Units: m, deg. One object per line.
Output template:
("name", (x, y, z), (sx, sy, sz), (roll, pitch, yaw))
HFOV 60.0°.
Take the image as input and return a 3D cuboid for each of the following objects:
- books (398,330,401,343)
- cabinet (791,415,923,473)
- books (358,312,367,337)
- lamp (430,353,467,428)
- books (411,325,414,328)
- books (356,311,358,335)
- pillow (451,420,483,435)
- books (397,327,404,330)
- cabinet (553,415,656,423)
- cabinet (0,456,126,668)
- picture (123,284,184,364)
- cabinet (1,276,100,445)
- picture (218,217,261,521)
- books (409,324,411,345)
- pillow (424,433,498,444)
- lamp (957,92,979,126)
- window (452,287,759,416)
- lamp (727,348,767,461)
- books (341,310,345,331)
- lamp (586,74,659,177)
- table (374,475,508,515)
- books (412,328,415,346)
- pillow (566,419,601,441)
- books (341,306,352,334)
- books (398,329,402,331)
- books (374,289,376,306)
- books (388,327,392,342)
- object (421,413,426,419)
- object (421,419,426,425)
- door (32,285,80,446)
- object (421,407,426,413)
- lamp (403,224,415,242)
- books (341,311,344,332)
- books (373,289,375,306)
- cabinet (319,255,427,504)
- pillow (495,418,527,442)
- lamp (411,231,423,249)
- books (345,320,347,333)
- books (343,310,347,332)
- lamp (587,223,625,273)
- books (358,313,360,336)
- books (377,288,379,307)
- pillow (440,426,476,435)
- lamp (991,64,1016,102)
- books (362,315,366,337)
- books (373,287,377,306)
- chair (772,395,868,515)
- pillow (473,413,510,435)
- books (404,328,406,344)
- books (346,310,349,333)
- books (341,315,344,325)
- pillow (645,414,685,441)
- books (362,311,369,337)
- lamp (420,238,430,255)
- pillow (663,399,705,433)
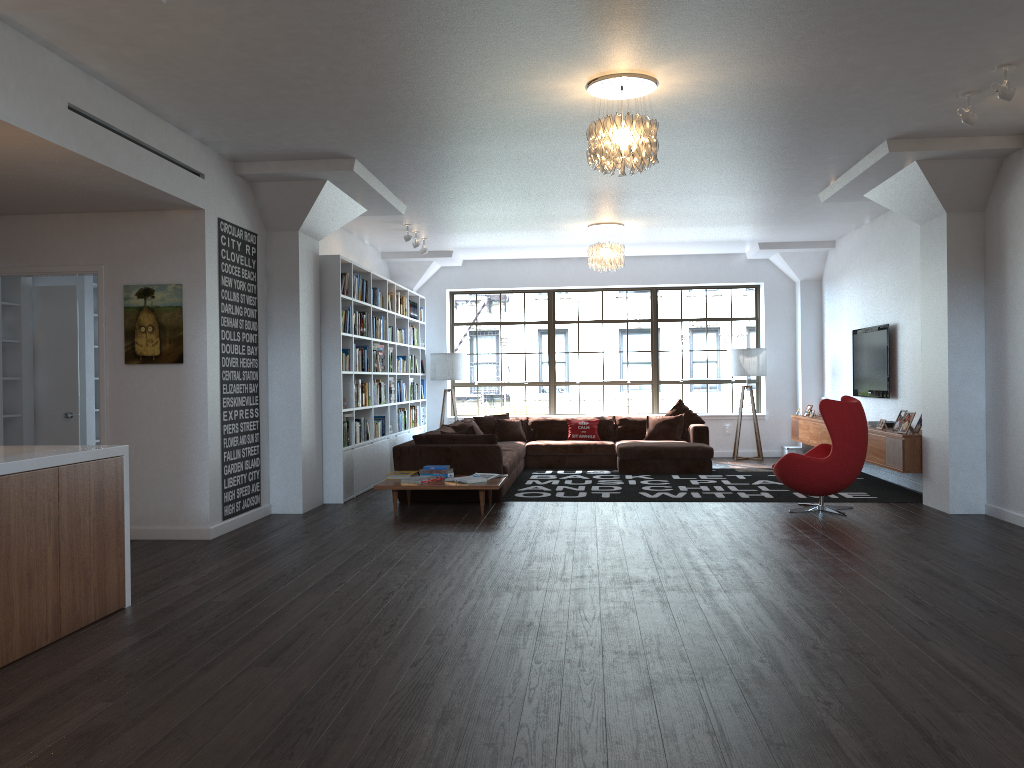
("books", (-1.517, -0.608, 11.558), (0.128, 0.178, 0.022), (-1, 0, 5))
("cabinet", (4.011, 0.628, 10.371), (0.459, 0.350, 4.501), (-1, 0, 5))
("books", (-1.692, -0.650, 9.749), (0.198, 0.284, 0.049), (-1, 0, 5))
("lamp", (-0.930, 0.338, 13.135), (0.545, 1.579, 0.545), (-1, 0, -6))
("books", (-1.448, -0.669, 12.356), (0.176, 0.290, 0.036), (-1, 0, 4))
("books", (-1.718, -0.635, 9.371), (0.180, 0.259, 0.042), (-1, 0, 5))
("pillow", (-0.485, 0.639, 10.596), (0.325, 0.391, 0.625), (-1, 0, 21))
("books", (-1.500, -0.636, 11.766), (0.140, 0.231, 0.042), (-1, 0, 5))
("cabinet", (1.362, 0.787, 13.005), (1.520, 0.625, 0.350), (-1, 0, 5))
("cabinet", (-2.689, 0.798, 2.488), (0.898, 0.796, 4.493), (-1, 0, 5))
("picture", (-2.723, -0.454, 6.736), (0.450, 0.600, 0.030), (-1, 0, 5))
("cabinet", (-4.320, -0.300, 8.362), (0.527, 2.991, 2.630), (-1, 0, 5))
("picture", (-2.244, -0.118, 7.350), (0.021, 2.380, 0.800), (-1, 0, 5))
("books", (-1.469, -0.668, 12.084), (0.176, 0.290, 0.053), (-1, 0, 4))
("pillow", (-0.487, 0.668, 8.895), (0.750, 0.364, 0.289), (-1, 0, 4))
("lamp", (2.958, -1.776, 5.742), (0.111, 0.211, 0.120), (0, 0, 39))
("window", (1.390, -0.480, 13.540), (4.648, 1.905, 0.114), (-1, 0, 5))
("lamp", (3.358, 0.286, 12.658), (0.545, 1.579, 0.545), (-1, 0, 16))
("books", (-1.745, -0.618, 8.820), (0.152, 0.232, 0.104), (-1, 0, 5))
("lamp", (0.681, -1.575, 5.479), (0.442, 0.539, 0.441), (-1, 0, -43))
("table", (-0.622, 1.014, 8.121), (1.100, 0.271, 0.853), (-1, 0, 5))
("books", (-1.442, -0.651, 12.321), (0.183, 0.253, 0.034), (-1, 0, 4))
("pillow", (0.977, 0.630, 12.138), (0.465, 0.308, 0.220), (-1, 0, 1))
("books", (-1.722, -0.648, 9.011), (0.176, 0.290, 0.053), (-1, 0, 5))
("books", (-1.509, -0.620, 11.652), (0.127, 0.200, 0.020), (-1, 0, 5))
("books", (-1.636, -0.983, 10.177), (0.146, 0.202, 0.027), (-1, 0, 5))
("books", (-1.561, -0.611, 10.977), (0.139, 0.191, 0.036), (-1, 0, 5))
("object", (-1.433, 0.469, 12.866), (0.331, 0.088, 0.410), (-1, 0, 5))
("object", (-1.432, 0.557, 12.866), (0.331, 0.088, 0.410), (-1, 0, 5))
("door", (-4.145, 0.171, 7.695), (0.826, 2.032, 0.174), (-1, 0, 5))
("object", (-1.442, 0.382, 12.866), (0.316, 0.088, 0.410), (-1, 0, 5))
("lamp", (-1.208, -1.747, 10.289), (0.111, 0.211, 0.120), (0, 0, 39))
("books", (-1.752, -0.610, 8.791), (0.161, 0.218, 0.101), (-1, 0, 5))
("books", (-1.639, -0.983, 10.095), (0.146, 0.202, 0.027), (-1, 0, 5))
("cabinet", (-1.688, -0.058, 10.860), (0.461, 2.414, 4.500), (-1, 0, 5))
("pillow", (-0.042, 0.628, 12.085), (0.489, 0.337, 0.238), (-1, 0, -26))
("lamp", (-1.164, -1.750, 10.793), (0.120, 0.211, 0.111), (-1, 0, -36))
("books", (-1.747, -0.622, 8.896), (0.172, 0.239, 0.093), (-1, 0, 5))
("books", (-1.740, -0.620, 8.852), (0.172, 0.235, 0.112), (-1, 0, 5))
("lamp", (1.118, -1.606, 10.521), (0.442, 0.539, 0.441), (-1, 0, -43))
("books", (-1.706, -0.629, 9.449), (0.171, 0.246, 0.039), (-1, 0, 5))
("books", (-1.634, -0.996, 10.311), (0.158, 0.226, 0.052), (-1, 0, 5))
("pillow", (-0.502, 0.624, 9.163), (0.269, 0.411, 0.559), (-1, 0, -39))
("lamp", (2.914, -1.773, 5.238), (0.120, 0.211, 0.111), (-1, 0, -36))
("books", (-1.683, -0.627, 9.634), (0.174, 0.240, 0.054), (-1, 0, 5))
("books", (-1.633, -0.998, 10.262), (0.140, 0.231, 0.042), (-1, 0, 5))
("chair", (2.721, 0.606, 7.835), (0.801, 1.006, 0.798), (-1, 0, 30))
("pillow", (-0.224, 0.611, 12.198), (0.580, 0.418, 0.334), (-1, 0, -22))
("books", (-1.499, -0.634, 11.815), (0.158, 0.226, 0.052), (-1, 0, 5))
("books", (-1.737, -0.624, 8.935), (0.174, 0.242, 0.105), (-1, 0, 5))
("books", (-1.753, -0.592, 8.713), (0.161, 0.182, 0.170), (-1, 0, 5))
("pillow", (2.044, 0.583, 11.926), (0.542, 0.362, 0.248), (-1, 0, 26))
("books", (-1.671, -0.653, 9.800), (0.176, 0.291, 0.053), (-1, 0, 5))
("lamp", (-1.118, -1.753, 11.310), (0.120, 0.211, 0.111), (-1, 0, -21))
("pillow", (2.263, 0.497, 12.072), (0.651, 0.587, 0.335), (-1, 0, -16))
